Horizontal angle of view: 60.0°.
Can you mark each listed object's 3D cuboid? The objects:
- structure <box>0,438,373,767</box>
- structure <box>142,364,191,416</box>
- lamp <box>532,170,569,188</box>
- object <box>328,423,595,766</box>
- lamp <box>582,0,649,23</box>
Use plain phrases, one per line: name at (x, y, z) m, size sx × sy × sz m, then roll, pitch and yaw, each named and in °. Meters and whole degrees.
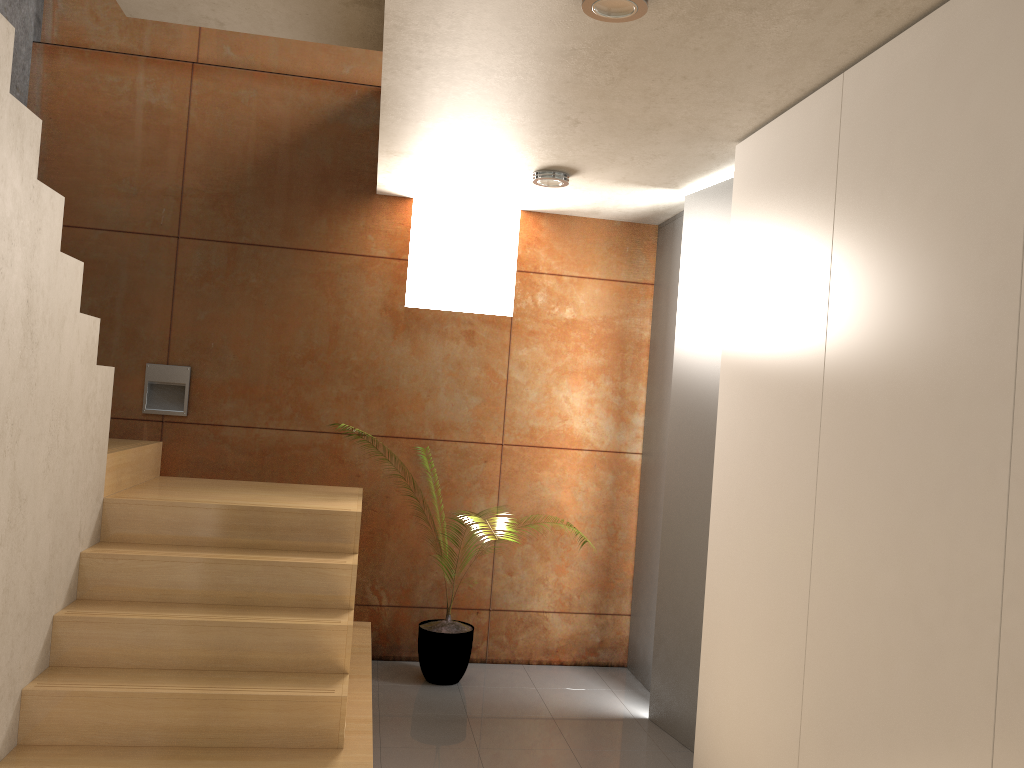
structure at (-1.505, 0.854, 3.470) m, size 1.950 × 1.110 × 2.400 m, roll 5°, pitch -1°, yaw -9°
structure at (-1.812, 0.032, 4.676) m, size 0.220 × 0.260 × 0.096 m, roll 5°, pitch -1°, yaw -9°
lamp at (0.182, -0.966, 4.172) m, size 0.173 × 0.044 × 0.173 m, roll 4°, pitch -1°, yaw -4°
object at (-0.321, 0.901, 1.940) m, size 4.200 × 1.455 × 6.200 m, roll 5°, pitch -1°, yaw -9°
lamp at (0.271, -1.006, 2.326) m, size 0.173 × 0.044 × 0.173 m, roll 4°, pitch -2°, yaw 26°
